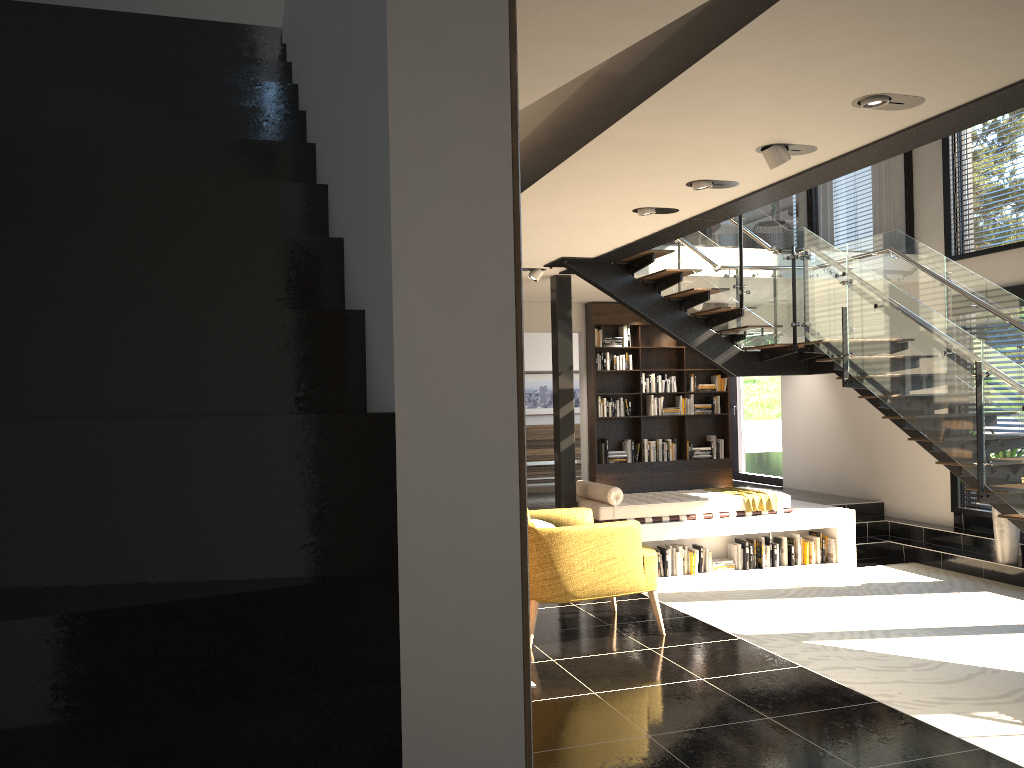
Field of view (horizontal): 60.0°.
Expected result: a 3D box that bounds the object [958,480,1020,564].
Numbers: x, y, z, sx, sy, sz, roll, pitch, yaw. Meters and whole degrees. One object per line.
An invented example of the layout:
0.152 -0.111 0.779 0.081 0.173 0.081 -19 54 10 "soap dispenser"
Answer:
4.957 1.129 8.922 0.876 1.338 0.830 -1 -1 -28 "object"

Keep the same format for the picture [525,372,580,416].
0.254 0.183 15.623 3.543 0.748 0.035 -1 0 -17 "picture"

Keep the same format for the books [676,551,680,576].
1.699 1.869 9.266 0.027 0.246 0.193 -1 -1 -17 "books"

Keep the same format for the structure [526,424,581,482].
-0.061 1.203 15.311 6.276 0.981 0.886 -1 -1 -17 "structure"

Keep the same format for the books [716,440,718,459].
2.866 0.921 12.561 0.023 0.267 0.147 -1 -1 -17 "books"

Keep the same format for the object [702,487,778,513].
2.504 1.439 9.961 0.466 0.510 1.167 -1 -1 -18 "object"

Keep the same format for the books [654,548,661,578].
1.493 1.854 9.214 0.028 0.282 0.173 -1 -1 -17 "books"

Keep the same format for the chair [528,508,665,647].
0.321 0.919 5.298 1.030 1.097 0.807 -1 -1 -18 "chair"

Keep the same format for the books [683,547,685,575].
1.762 1.845 9.303 0.023 0.293 0.157 -1 -1 -17 "books"

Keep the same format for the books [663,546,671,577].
1.597 1.848 9.250 0.025 0.293 0.205 -1 -1 -17 "books"

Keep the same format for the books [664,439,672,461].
2.170 0.918 12.335 0.025 0.294 0.177 -1 -1 -17 "books"

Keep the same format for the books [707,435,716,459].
2.818 0.892 12.535 0.030 0.326 0.195 -1 -1 -17 "books"

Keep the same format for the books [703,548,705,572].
2.000 1.863 9.420 0.045 0.251 0.142 -1 -1 -17 "books"

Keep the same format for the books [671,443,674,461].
2.199 0.940 12.331 0.028 0.250 0.162 -1 -1 -17 "books"

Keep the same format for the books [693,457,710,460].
2.635 1.046 12.494 0.273 0.025 0.156 -1 -1 -20 "books"

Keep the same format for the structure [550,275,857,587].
1.774 0.447 9.733 3.781 3.244 1.149 -1 0 -17 "structure"

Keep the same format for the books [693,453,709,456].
2.632 0.990 12.496 0.250 0.026 0.148 -1 -1 -21 "books"

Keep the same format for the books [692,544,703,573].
1.969 1.847 9.392 0.030 0.284 0.176 -1 -1 -17 "books"

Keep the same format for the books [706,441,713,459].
2.793 0.932 12.524 0.026 0.247 0.149 -1 -1 -17 "books"

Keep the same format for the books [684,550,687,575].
1.785 1.865 9.326 0.034 0.252 0.151 -1 -1 -17 "books"

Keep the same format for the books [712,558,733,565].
2.216 1.899 9.478 0.249 0.026 0.148 -1 -1 -20 "books"

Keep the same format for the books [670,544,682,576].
1.719 1.840 9.290 0.026 0.305 0.187 -1 -1 -17 "books"

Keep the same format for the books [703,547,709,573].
2.039 1.859 9.404 0.020 0.257 0.154 -1 -1 -17 "books"

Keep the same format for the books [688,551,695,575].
1.859 1.873 9.314 0.028 0.232 0.205 -1 -1 -17 "books"

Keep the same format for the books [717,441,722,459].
2.912 0.927 12.564 0.023 0.254 0.191 -1 -1 -17 "books"

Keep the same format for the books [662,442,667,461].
2.089 0.939 12.307 0.034 0.255 0.194 -1 -1 -17 "books"

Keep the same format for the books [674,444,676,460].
2.244 0.951 12.365 0.026 0.227 0.129 -1 -1 -17 "books"

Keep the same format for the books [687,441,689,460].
2.429 0.930 12.427 0.024 0.264 0.174 -1 -1 -17 "books"

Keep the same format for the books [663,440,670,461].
2.147 0.926 12.321 0.028 0.280 0.154 -1 -1 -17 "books"

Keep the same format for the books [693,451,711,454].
2.636 0.965 12.484 0.263 0.024 0.167 -1 -1 -22 "books"

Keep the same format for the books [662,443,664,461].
2.064 0.944 12.292 0.023 0.246 0.149 -1 -1 -17 "books"

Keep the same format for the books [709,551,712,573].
2.063 1.878 9.412 0.030 0.218 0.186 -1 -1 -17 "books"

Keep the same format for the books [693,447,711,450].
2.636 0.912 12.481 0.288 0.030 0.175 -1 -1 -13 "books"

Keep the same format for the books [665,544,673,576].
1.642 1.840 9.282 0.023 0.308 0.126 -1 0 -17 "books"

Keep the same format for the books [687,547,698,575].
1.893 1.860 9.333 0.050 0.258 0.215 -1 -1 -17 "books"

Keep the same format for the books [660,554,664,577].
1.527 1.878 9.238 0.050 0.234 0.149 -1 -1 -17 "books"

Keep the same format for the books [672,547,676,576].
1.667 1.850 9.281 0.025 0.287 0.169 -1 -1 -17 "books"

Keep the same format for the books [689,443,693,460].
2.484 0.941 12.422 0.026 0.238 0.159 -1 -1 -17 "books"

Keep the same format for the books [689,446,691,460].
2.457 0.961 12.421 0.025 0.199 0.149 -1 -1 -17 "books"

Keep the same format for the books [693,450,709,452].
2.632 0.940 12.495 0.251 0.026 0.148 -1 -1 -22 "books"

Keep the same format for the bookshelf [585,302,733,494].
2.056 0.227 12.353 2.090 2.682 0.273 -1 0 -17 "bookshelf"

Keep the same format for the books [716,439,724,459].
2.937 0.916 12.565 0.025 0.274 0.204 -1 -1 -17 "books"

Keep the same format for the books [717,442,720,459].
2.889 0.937 12.565 0.022 0.234 0.178 -1 -1 -17 "books"

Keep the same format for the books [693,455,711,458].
2.636 1.017 12.486 0.286 0.030 0.176 -1 -1 -19 "books"

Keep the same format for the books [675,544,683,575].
1.742 1.839 9.293 0.020 0.305 0.172 -1 -1 -17 "books"

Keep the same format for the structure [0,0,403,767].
-1.527 -0.052 2.344 1.964 3.017 6.664 -1 -1 -17 "structure"

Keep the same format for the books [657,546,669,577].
1.573 1.844 9.229 0.033 0.299 0.196 -1 -1 -17 "books"

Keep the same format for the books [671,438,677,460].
2.263 0.911 12.382 0.022 0.307 0.131 -1 0 -17 "books"

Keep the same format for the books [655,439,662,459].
2.034 0.915 12.296 0.032 0.306 0.155 -1 -1 -17 "books"

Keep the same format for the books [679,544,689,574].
1.814 1.844 9.346 0.036 0.293 0.128 -1 0 -17 "books"

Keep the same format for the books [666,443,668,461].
2.118 0.941 12.319 0.029 0.250 0.142 -1 -1 -17 "books"

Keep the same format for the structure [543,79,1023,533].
2.965 -0.056 6.142 3.447 4.868 7.281 -1 -1 -18 "structure"

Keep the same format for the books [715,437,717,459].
2.845 0.899 12.545 0.027 0.311 0.149 -1 -1 -17 "books"
